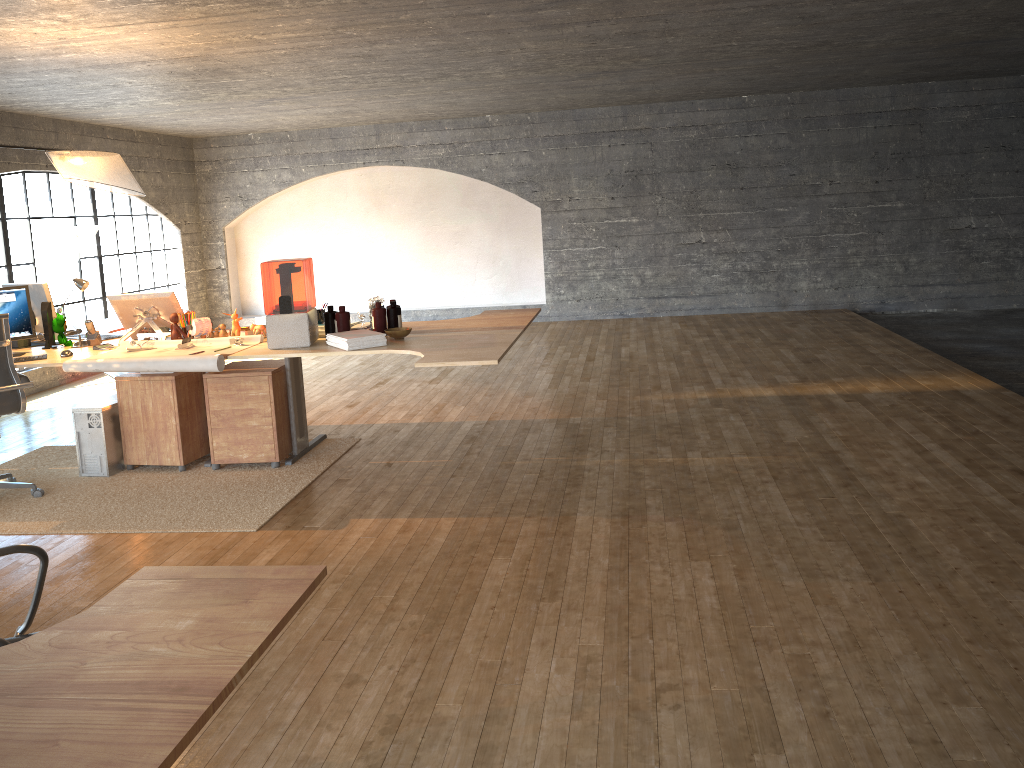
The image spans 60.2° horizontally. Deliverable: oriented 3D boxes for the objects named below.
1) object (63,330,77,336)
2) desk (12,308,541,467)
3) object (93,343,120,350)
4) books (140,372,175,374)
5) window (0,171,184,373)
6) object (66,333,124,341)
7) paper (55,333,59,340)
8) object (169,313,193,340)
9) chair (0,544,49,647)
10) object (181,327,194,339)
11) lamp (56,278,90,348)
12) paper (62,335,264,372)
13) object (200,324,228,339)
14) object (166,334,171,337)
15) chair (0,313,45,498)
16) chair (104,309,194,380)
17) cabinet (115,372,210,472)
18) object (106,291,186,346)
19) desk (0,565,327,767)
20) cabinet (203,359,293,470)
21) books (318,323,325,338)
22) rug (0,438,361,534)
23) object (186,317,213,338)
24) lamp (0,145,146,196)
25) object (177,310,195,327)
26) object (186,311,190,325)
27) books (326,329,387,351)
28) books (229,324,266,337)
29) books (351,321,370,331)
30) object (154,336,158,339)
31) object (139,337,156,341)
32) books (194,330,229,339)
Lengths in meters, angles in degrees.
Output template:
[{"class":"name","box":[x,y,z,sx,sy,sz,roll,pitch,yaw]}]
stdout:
[{"class":"object","box":[-2.956,-0.344,5.905,0.059,0.033,0.102,6,14,42]},{"class":"desk","box":[-1.629,0.120,5.113,3.467,0.730,3.306,-2,11,8]},{"class":"object","box":[-2.323,-0.214,5.079,0.138,0.022,0.110,2,12,28]},{"class":"books","box":[-2.037,-0.143,5.258,0.220,0.108,0.314,-2,11,10]},{"class":"window","box":[-4.521,-0.332,4.474,3.923,1.829,12.380,-6,11,-12]},{"class":"object","box":[-2.697,-0.304,5.676,0.491,0.011,0.189,4,13,33]},{"class":"paper","box":[-2.783,-0.302,5.389,0.078,0.074,0.019,2,8,33]},{"class":"object","box":[-1.949,-0.330,5.158,0.225,0.176,0.095,3,10,36]},{"class":"chair","box":[-1.125,0.602,1.832,0.687,1.004,0.658,-7,8,-22]},{"class":"object","box":[-1.921,-0.302,5.238,0.077,0.081,0.078,1,9,26]},{"class":"lamp","box":[-2.598,-0.425,5.246,0.207,0.405,0.106,-1,7,19]},{"class":"paper","box":[-1.857,-0.153,4.758,0.850,0.112,0.590,-2,11,8]},{"class":"object","box":[-1.764,-0.328,5.229,0.216,0.119,0.075,2,9,27]},{"class":"object","box":[-2.143,-0.303,5.506,0.008,0.007,0.149,-3,11,1]},{"class":"chair","box":[-2.932,0.156,4.630,0.686,1.004,0.659,3,10,42]},{"class":"chair","box":[-2.371,-0.044,5.853,0.689,0.849,0.656,-9,10,-35]},{"class":"cabinet","box":[-2.033,0.190,5.299,0.425,0.566,0.479,-1,8,16]},{"class":"object","box":[-2.190,-0.407,5.310,0.395,0.296,0.290,-4,8,-1]},{"class":"desk","box":[-2.078,0.807,1.798,3.505,0.731,1.659,-2,11,9]},{"class":"cabinet","box":[-1.522,0.177,5.206,0.426,0.566,0.432,-3,8,6]},{"class":"books","box":[-1.098,-0.306,5.043,0.229,0.069,0.180,0,11,16]},{"class":"rug","box":[-2.152,0.545,4.975,2.199,0.005,1.624,-2,11,8]},{"class":"object","box":[-1.825,-0.320,5.174,0.099,0.134,0.156,4,11,43]},{"class":"lamp","box":[-4.658,0.020,3.510,6.284,1.913,0.387,-11,9,-36]},{"class":"object","box":[-1.920,-0.349,5.231,0.100,0.174,0.106,-4,7,-5]},{"class":"object","box":[-1.942,-0.375,5.389,0.105,0.142,0.105,-6,8,-18]},{"class":"books","box":[-0.813,-0.232,4.591,0.222,0.057,0.312,-10,13,-30]},{"class":"books","box":[-1.562,-0.320,5.298,0.293,0.053,0.261,-13,15,-40]},{"class":"books","box":[-0.962,-0.346,5.264,0.317,0.044,0.312,-1,11,13]},{"class":"object","box":[-2.192,-0.286,5.435,0.012,0.009,0.126,-9,12,-28]},{"class":"object","box":[-2.215,-0.272,5.335,0.107,0.024,0.098,1,12,22]},{"class":"books","box":[-1.861,-0.308,5.435,0.215,0.012,0.334,-5,11,-5]}]
